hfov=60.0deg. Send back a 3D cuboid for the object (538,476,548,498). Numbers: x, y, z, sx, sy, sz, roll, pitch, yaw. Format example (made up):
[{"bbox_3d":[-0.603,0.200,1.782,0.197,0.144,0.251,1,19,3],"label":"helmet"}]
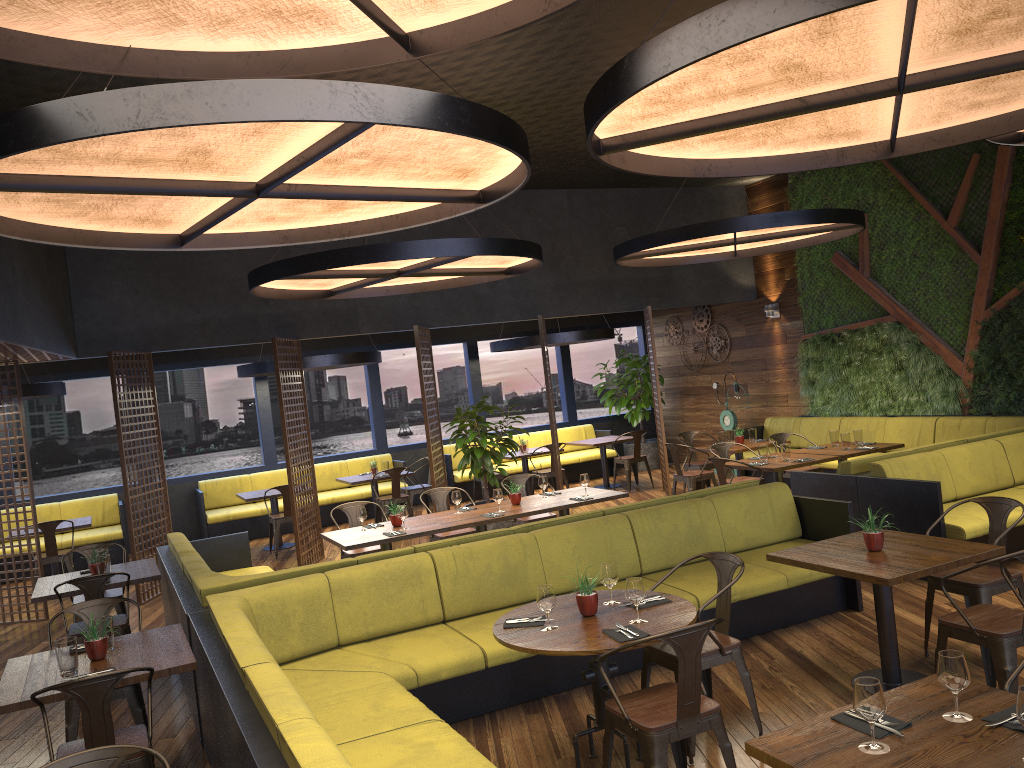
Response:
[{"bbox_3d":[0.308,1.001,8.618,0.097,0.206,0.097,-6,1,21],"label":"object"}]

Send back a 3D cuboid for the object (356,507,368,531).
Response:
[{"bbox_3d":[-1.328,1.196,7.849,0.097,0.206,0.097,-6,1,21],"label":"object"}]

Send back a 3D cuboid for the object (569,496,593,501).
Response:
[{"bbox_3d":[0.635,1.063,8.269,0.157,0.019,0.255,-7,1,-25],"label":"object"}]

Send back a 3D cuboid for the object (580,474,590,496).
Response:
[{"bbox_3d":[0.695,0.960,8.427,0.097,0.206,0.097,-6,1,21],"label":"object"}]

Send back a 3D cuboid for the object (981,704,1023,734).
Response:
[{"bbox_3d":[1.575,1.035,2.750,0.255,0.019,0.157,-7,1,-25],"label":"object"}]

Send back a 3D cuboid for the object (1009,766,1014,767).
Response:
[{"bbox_3d":[1.409,1.060,2.327,0.157,0.019,0.255,-7,1,-25],"label":"object"}]

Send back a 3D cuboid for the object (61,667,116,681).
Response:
[{"bbox_3d":[-2.056,1.419,4.301,0.255,0.019,0.157,-7,1,-26],"label":"object"}]

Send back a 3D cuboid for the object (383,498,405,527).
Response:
[{"bbox_3d":[-1.039,1.128,7.850,0.238,0.271,0.260,-6,1,-4],"label":"object"}]

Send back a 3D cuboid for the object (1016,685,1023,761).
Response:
[{"bbox_3d":[1.470,0.956,2.484,0.097,0.206,0.097,-7,1,-33],"label":"object"}]

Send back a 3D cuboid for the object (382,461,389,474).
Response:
[{"bbox_3d":[-1.796,1.192,12.629,0.102,0.178,0.102,-7,1,-39],"label":"object"}]

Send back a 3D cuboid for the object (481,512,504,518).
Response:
[{"bbox_3d":[-0.183,1.161,7.885,0.157,0.019,0.255,-7,1,-25],"label":"object"}]

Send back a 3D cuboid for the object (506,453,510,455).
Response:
[{"bbox_3d":[-0.101,1.069,13.534,0.157,0.019,0.255,-7,1,-25],"label":"object"}]

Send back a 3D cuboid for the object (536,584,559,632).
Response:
[{"bbox_3d":[0.170,1.078,4.273,0.097,0.206,0.097,-6,1,17],"label":"object"}]

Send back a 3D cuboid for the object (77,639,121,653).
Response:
[{"bbox_3d":[-2.296,1.438,4.892,0.255,0.019,0.157,-7,1,-26],"label":"object"}]

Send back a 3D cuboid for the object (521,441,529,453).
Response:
[{"bbox_3d":[0.203,0.955,13.461,0.102,0.178,0.102,-7,1,-39],"label":"object"}]

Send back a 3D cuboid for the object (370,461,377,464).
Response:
[{"bbox_3d":[-1.999,1.212,12.809,0.102,0.178,0.102,-7,1,-39],"label":"object"}]

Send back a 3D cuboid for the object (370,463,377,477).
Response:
[{"bbox_3d":[-1.939,1.211,12.455,0.102,0.178,0.102,-7,1,-39],"label":"object"}]

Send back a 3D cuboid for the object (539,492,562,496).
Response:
[{"bbox_3d":[0.389,1.084,8.778,0.157,0.019,0.255,-7,1,-25],"label":"object"}]

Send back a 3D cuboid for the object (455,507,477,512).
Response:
[{"bbox_3d":[-0.428,1.181,8.394,0.157,0.019,0.255,-7,1,-25],"label":"object"}]

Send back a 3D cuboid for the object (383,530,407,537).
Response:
[{"bbox_3d":[-1.000,1.258,7.500,0.157,0.019,0.255,-7,1,-25],"label":"object"}]

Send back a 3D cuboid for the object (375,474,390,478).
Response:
[{"bbox_3d":[-1.817,1.279,12.334,0.255,0.019,0.157,-7,1,-26],"label":"object"}]

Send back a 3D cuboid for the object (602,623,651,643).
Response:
[{"bbox_3d":[0.514,1.136,4.077,0.157,0.019,0.255,-7,1,-18],"label":"object"}]

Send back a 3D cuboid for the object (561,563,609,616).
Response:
[{"bbox_3d":[0.362,1.018,4.421,0.238,0.271,0.260,-6,1,-4],"label":"object"}]

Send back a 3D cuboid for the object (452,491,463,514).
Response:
[{"bbox_3d":[-0.510,1.098,8.234,0.097,0.206,0.097,-6,1,21],"label":"object"}]

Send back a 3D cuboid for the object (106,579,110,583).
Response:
[{"bbox_3d":[-3.199,1.513,6.754,0.255,0.019,0.157,-7,1,-26],"label":"object"}]

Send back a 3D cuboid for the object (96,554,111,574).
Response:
[{"bbox_3d":[-3.191,1.429,6.936,0.102,0.178,0.102,-7,1,-19],"label":"object"}]

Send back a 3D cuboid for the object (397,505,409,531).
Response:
[{"bbox_3d":[-0.940,1.155,7.658,0.097,0.206,0.097,-6,1,21],"label":"object"}]

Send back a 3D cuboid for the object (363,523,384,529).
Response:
[{"bbox_3d":[-1.246,1.279,8.009,0.157,0.019,0.255,-7,1,-25],"label":"object"}]

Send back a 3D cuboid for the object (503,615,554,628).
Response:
[{"bbox_3d":[0.084,1.180,4.419,0.255,0.019,0.157,-6,1,7],"label":"object"}]

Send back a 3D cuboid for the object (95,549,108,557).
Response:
[{"bbox_3d":[-3.335,1.441,7.223,0.102,0.178,0.102,-7,1,-9],"label":"object"}]

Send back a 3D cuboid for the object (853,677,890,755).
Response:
[{"bbox_3d":[1.082,0.997,2.676,0.097,0.206,0.097,-7,1,-33],"label":"object"}]

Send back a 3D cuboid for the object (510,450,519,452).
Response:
[{"bbox_3d":[0.038,1.048,13.938,0.255,0.019,0.157,-7,1,-26],"label":"object"}]

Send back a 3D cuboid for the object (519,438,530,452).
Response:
[{"bbox_3d":[0.158,0.912,13.631,0.238,0.271,0.260,-6,1,-4],"label":"object"}]

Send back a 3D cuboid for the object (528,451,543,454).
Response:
[{"bbox_3d":[0.325,1.024,13.340,0.255,0.019,0.157,-7,1,-26],"label":"object"}]

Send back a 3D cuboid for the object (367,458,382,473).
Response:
[{"bbox_3d":[-1.964,1.164,12.637,0.238,0.271,0.260,-6,1,-4],"label":"object"}]

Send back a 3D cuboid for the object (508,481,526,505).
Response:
[{"bbox_3d":[0.018,1.002,8.347,0.238,0.271,0.260,-6,1,-4],"label":"object"}]

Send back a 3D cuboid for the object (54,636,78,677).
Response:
[{"bbox_3d":[-2.203,1.354,4.394,0.102,0.178,0.102,-7,1,-39],"label":"object"}]

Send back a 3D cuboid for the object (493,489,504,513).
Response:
[{"bbox_3d":[-0.122,1.057,8.042,0.097,0.206,0.097,-6,1,21],"label":"object"}]

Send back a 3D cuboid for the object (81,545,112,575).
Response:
[{"bbox_3d":[-3.295,1.393,7.051,0.260,0.271,0.238,-7,1,-24],"label":"object"}]

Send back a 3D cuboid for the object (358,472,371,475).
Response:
[{"bbox_3d":[-2.103,1.303,12.932,0.255,0.019,0.157,-7,1,-26],"label":"object"}]

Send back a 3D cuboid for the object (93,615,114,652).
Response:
[{"bbox_3d":[-2.192,1.347,4.770,0.102,0.178,0.102,-7,1,-39],"label":"object"}]

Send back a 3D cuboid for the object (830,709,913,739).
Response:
[{"bbox_3d":[1.164,1.080,2.836,0.157,0.019,0.255,-7,1,-25],"label":"object"}]

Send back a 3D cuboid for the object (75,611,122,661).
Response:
[{"bbox_3d":[-2.165,1.300,4.626,0.260,0.271,0.238,-7,1,-24],"label":"object"}]

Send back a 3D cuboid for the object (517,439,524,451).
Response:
[{"bbox_3d":[0.143,0.957,13.815,0.102,0.178,0.102,-7,1,-39],"label":"object"}]

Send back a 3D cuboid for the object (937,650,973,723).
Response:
[{"bbox_3d":[1.407,0.959,2.821,0.097,0.206,0.097,-7,1,-25],"label":"object"}]
